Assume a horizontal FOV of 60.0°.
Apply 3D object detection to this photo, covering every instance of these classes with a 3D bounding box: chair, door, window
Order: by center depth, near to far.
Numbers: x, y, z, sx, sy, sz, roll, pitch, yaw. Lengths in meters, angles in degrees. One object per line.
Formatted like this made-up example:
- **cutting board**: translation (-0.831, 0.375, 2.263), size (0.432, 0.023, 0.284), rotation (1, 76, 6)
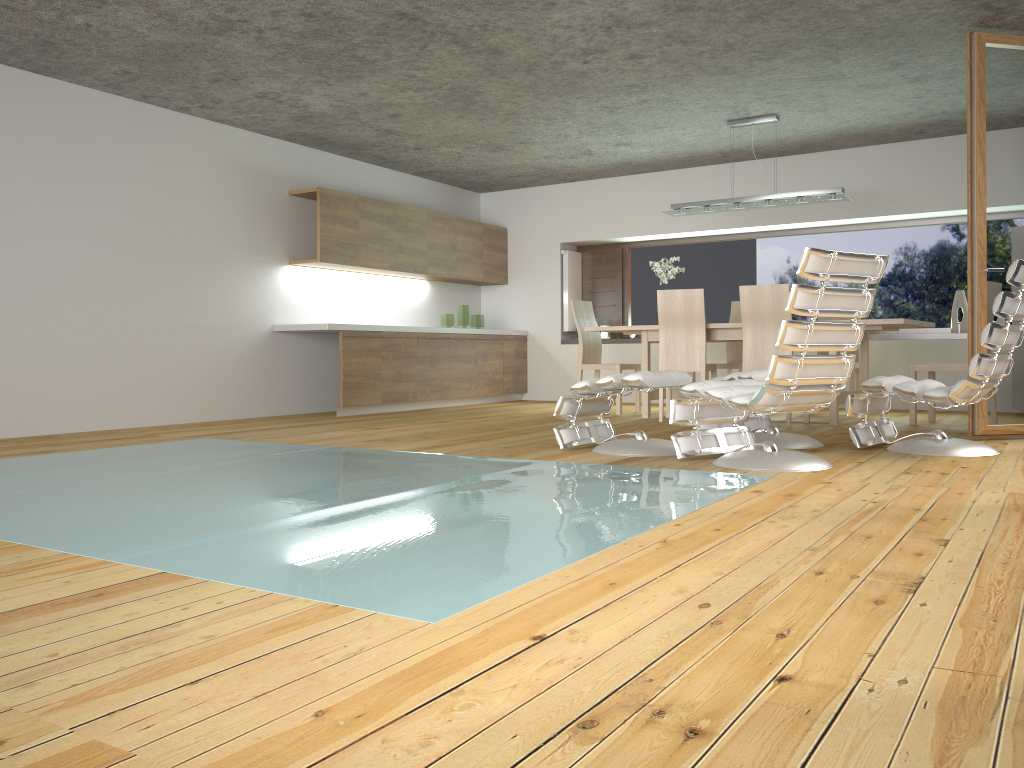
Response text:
- **chair**: translation (1.238, -0.103, 4.180), size (0.569, 0.968, 0.914), rotation (-1, 1, -33)
- **chair**: translation (2.307, -0.128, 4.714), size (0.914, 0.968, 0.569), rotation (1, 1, 42)
- **door**: translation (3.173, -0.894, 5.358), size (0.935, 2.417, 0.163), rotation (0, 0, -13)
- **chair**: translation (3.203, -0.213, 6.397), size (0.404, 1.017, 0.506), rotation (-1, 1, -45)
- **chair**: translation (1.933, -0.210, 6.552), size (0.404, 1.017, 0.506), rotation (0, 1, 31)
- **chair**: translation (1.369, -0.220, 6.972), size (0.404, 1.017, 0.506), rotation (0, 1, 21)
- **chair**: translation (2.829, -0.257, 7.767), size (0.404, 1.017, 0.506), rotation (0, 1, 31)
- **chair**: translation (0.839, -0.250, 7.977), size (0.506, 1.017, 0.404), rotation (0, 1, 35)
- **chair**: translation (2.049, -0.262, 8.088), size (0.404, 1.017, 0.506), rotation (0, 1, 43)
- **window**: translation (3.095, -1.028, 8.922), size (4.186, 0.978, 0.012), rotation (1, 1, 32)

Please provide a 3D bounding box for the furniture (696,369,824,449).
- **furniture**: translation (1.485, 0.126, 5.184), size (0.569, 0.439, 0.686), rotation (-1, 1, -23)

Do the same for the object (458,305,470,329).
- **object**: translation (-0.516, -0.711, 9.475), size (0.099, 0.259, 0.099), rotation (-1, 0, -33)

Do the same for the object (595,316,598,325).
- **object**: translation (0.894, -0.627, 9.902), size (0.099, 0.259, 0.099), rotation (0, 1, 37)

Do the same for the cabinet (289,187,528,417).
- **cabinet**: translation (-0.907, -0.770, 9.078), size (0.656, 2.004, 3.093), rotation (0, 1, 32)

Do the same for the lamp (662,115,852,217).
- **lamp**: translation (1.988, -1.817, 7.297), size (1.490, 0.719, 0.290), rotation (1, 1, 32)

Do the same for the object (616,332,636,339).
- **object**: translation (1.268, -0.565, 9.763), size (0.247, 0.137, 0.247), rotation (-1, 2, -23)

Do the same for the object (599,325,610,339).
- **object**: translation (1.037, -0.582, 9.968), size (0.111, 0.160, 0.112), rotation (0, 1, 17)

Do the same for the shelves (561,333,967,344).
- **shelves**: translation (2.724, -0.450, 8.879), size (4.870, 0.054, 0.404), rotation (1, 2, 32)

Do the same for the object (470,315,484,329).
- **object**: translation (-0.375, -0.669, 9.611), size (0.111, 0.160, 0.112), rotation (-1, 1, -33)

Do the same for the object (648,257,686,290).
- **object**: translation (1.343, -0.796, 7.652), size (0.304, 0.608, 0.302), rotation (0, 1, 35)

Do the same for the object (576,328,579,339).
- **object**: translation (0.797, -0.583, 10.034), size (0.112, 0.160, 0.111), rotation (-1, 1, -18)

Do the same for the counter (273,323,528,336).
- **counter**: translation (-0.957, -0.538, 8.998), size (0.652, 0.054, 3.286), rotation (1, 2, 32)

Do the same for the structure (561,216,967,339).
- **structure**: translation (2.732, -0.994, 8.897), size (4.875, 1.153, 0.526), rotation (1, 1, 32)

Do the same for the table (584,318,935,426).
- **table**: translation (1.978, -0.103, 7.225), size (2.500, 0.755, 1.201), rotation (1, 2, 35)

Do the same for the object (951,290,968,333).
- **object**: translation (4.039, -0.649, 7.986), size (0.153, 0.384, 0.153), rotation (0, 0, 28)

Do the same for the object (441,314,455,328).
- **object**: translation (-0.681, -0.659, 9.398), size (0.112, 0.160, 0.111), rotation (-1, 1, -33)

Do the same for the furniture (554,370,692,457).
- **furniture**: translation (0.653, 0.142, 4.863), size (0.686, 0.439, 0.570), rotation (1, 2, 38)
